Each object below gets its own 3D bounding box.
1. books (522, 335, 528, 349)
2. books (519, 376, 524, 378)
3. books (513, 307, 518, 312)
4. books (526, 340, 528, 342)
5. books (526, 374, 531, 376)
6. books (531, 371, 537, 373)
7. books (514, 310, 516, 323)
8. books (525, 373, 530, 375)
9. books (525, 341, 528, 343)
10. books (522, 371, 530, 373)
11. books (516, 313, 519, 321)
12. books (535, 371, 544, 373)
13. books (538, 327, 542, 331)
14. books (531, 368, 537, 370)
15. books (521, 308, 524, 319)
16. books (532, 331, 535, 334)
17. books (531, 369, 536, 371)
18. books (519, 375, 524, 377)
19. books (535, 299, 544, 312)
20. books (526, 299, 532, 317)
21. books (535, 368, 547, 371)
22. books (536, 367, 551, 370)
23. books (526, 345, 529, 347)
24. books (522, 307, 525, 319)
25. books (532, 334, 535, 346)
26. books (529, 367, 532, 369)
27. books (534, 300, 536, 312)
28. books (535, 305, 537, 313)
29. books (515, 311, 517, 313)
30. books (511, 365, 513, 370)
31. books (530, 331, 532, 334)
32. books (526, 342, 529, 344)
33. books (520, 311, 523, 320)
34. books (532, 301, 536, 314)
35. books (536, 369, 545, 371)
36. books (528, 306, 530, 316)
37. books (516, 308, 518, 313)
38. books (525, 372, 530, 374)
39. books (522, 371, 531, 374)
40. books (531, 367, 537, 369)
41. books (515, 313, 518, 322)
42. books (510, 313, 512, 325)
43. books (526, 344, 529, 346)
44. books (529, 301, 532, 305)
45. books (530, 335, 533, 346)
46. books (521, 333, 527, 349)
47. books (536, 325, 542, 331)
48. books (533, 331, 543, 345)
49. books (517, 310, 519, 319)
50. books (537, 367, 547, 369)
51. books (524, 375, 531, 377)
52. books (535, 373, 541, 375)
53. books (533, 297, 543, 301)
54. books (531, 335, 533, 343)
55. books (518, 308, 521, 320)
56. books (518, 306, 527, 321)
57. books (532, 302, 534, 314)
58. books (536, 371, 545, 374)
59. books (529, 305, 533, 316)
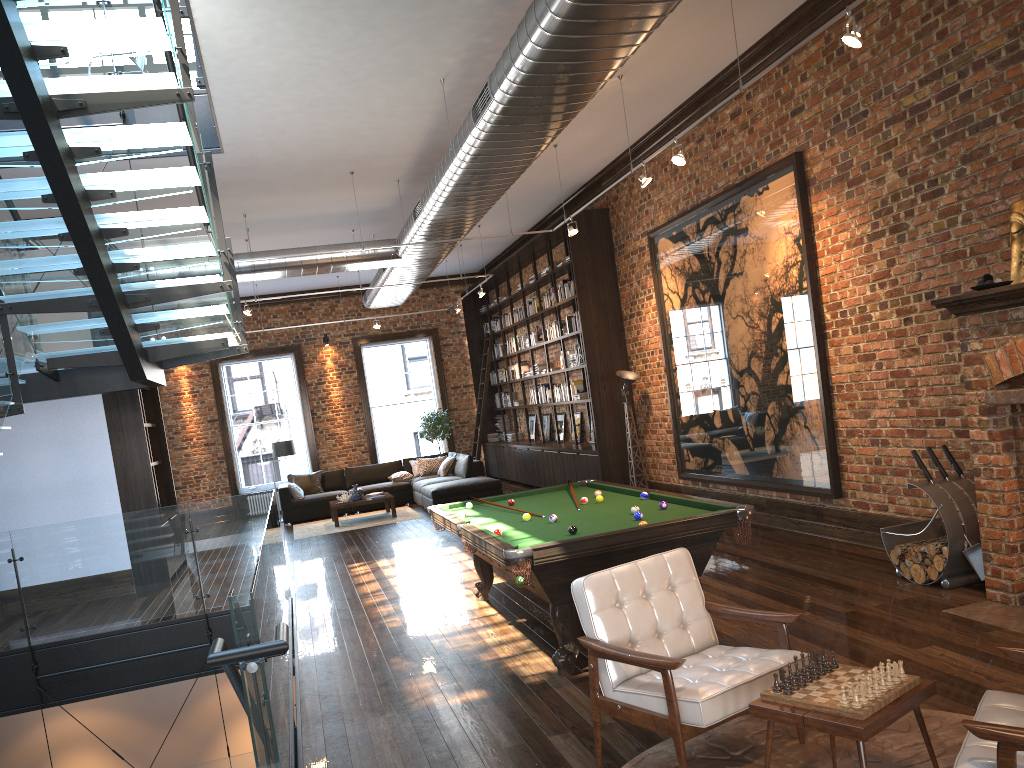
[{"bbox_3d":[0.296,-0.760,16.161,0.191,0.250,0.024,-9,4,-14],"label":"books"},{"bbox_3d":[0.275,-0.147,16.542,0.199,0.009,0.316,-8,-1,-17],"label":"books"},{"bbox_3d":[0.122,-1.275,16.594,0.165,0.317,0.016,-9,4,-14],"label":"books"},{"bbox_3d":[0.362,-0.793,15.983,0.159,0.024,0.332,-8,-1,-13],"label":"books"},{"bbox_3d":[0.392,-0.172,16.187,0.200,0.009,0.359,-8,-1,-13],"label":"books"},{"bbox_3d":[0.459,-0.220,15.789,0.205,0.007,0.368,-8,-1,-12],"label":"books"},{"bbox_3d":[0.141,-1.255,16.465,0.191,0.268,0.016,-9,4,-14],"label":"books"},{"bbox_3d":[0.385,-0.199,16.184,0.202,0.009,0.320,-8,-1,-16],"label":"books"},{"bbox_3d":[0.361,-0.768,15.984,0.160,0.025,0.298,-8,-1,-18],"label":"books"},{"bbox_3d":[0.272,-0.230,16.537,0.197,0.017,0.354,-8,-1,-14],"label":"books"},{"bbox_3d":[0.180,-1.221,16.351,0.176,0.186,0.035,-8,4,-14],"label":"books"},{"bbox_3d":[0.557,-0.219,15.450,0.280,0.008,0.168,-8,-1,-18],"label":"books"},{"bbox_3d":[0.532,-0.831,15.352,0.133,0.301,0.012,-9,4,-14],"label":"books"},{"bbox_3d":[0.443,-0.272,15.783,0.207,0.008,0.327,-8,-1,-9],"label":"books"},{"bbox_3d":[0.263,-1.269,16.024,0.167,0.249,0.072,-9,4,-14],"label":"books"},{"bbox_3d":[0.457,-0.802,15.577,0.184,0.271,0.026,-9,4,-14],"label":"books"},{"bbox_3d":[0.453,-0.258,15.786,0.205,0.007,0.367,-8,-1,-6],"label":"books"},{"bbox_3d":[0.275,-0.164,16.542,0.197,0.009,0.354,-8,-1,-16],"label":"books"},{"bbox_3d":[0.497,-1.320,15.065,0.190,0.256,0.061,-9,4,-14],"label":"books"},{"bbox_3d":[0.360,-1.329,15.590,0.185,0.330,0.069,-9,4,-14],"label":"books"},{"bbox_3d":[0.553,-0.259,15.441,0.291,0.008,0.158,-8,-1,-11],"label":"books"},{"bbox_3d":[0.552,-0.270,15.436,0.235,0.014,0.165,-8,-1,-14],"label":"books"},{"bbox_3d":[0.372,-0.703,15.990,0.160,0.012,0.297,-8,-1,-17],"label":"books"},{"bbox_3d":[0.274,-1.271,15.991,0.143,0.252,0.078,-9,4,-14],"label":"books"},{"bbox_3d":[0.458,-0.779,15.550,0.190,0.224,0.027,-8,4,-14],"label":"books"},{"bbox_3d":[0.439,-0.302,15.781,0.207,0.008,0.327,-8,-1,-9],"label":"books"},{"bbox_3d":[0.473,-1.318,15.178,0.165,0.261,0.007,-9,4,-14],"label":"books"},{"bbox_3d":[0.484,-1.307,15.111,0.170,0.235,0.017,-9,4,-14],"label":"books"},{"bbox_3d":[0.155,-1.238,16.448,0.160,0.230,0.024,-9,4,-14],"label":"books"},{"bbox_3d":[0.082,-0.224,17.322,0.181,0.292,0.014,-9,4,-14],"label":"books"},{"bbox_3d":[0.400,-0.799,15.735,0.189,0.285,0.013,-9,4,-14],"label":"books"},{"bbox_3d":[0.361,-0.744,15.985,0.159,0.024,0.334,-8,-1,-10],"label":"books"},{"bbox_3d":[0.246,-1.239,16.108,0.166,0.195,0.030,-8,4,-14],"label":"books"},{"bbox_3d":[0.458,-1.305,15.182,0.190,0.241,0.008,-9,4,-14],"label":"books"},{"bbox_3d":[0.557,-0.252,15.428,0.293,0.007,0.132,-8,-1,-11],"label":"books"},{"bbox_3d":[0.376,-1.273,15.582,0.172,0.212,0.057,-9,4,-14],"label":"books"},{"bbox_3d":[0.173,-1.270,16.373,0.159,0.287,0.014,-9,4,-14],"label":"books"},{"bbox_3d":[0.381,-0.217,16.181,0.197,0.009,0.354,-8,-1,-17],"label":"books"},{"bbox_3d":[0.269,-0.212,16.537,0.197,0.017,0.354,-8,-1,-12],"label":"books"},{"bbox_3d":[0.449,-0.288,15.783,0.207,0.008,0.328,-8,-1,-12],"label":"books"},{"bbox_3d":[0.153,-1.224,16.405,0.186,0.201,0.030,-8,4,-14],"label":"books"},{"bbox_3d":[0.049,-1.234,16.871,0.160,0.266,0.011,-9,4,-14],"label":"books"},{"bbox_3d":[0.370,-0.715,15.990,0.159,0.012,0.333,-8,-1,-17],"label":"books"},{"bbox_3d":[0.393,-1.308,15.450,0.179,0.272,0.011,-9,4,-14],"label":"books"},{"bbox_3d":[0.432,-0.770,15.684,0.189,0.217,0.031,-8,4,-14],"label":"books"},{"bbox_3d":[0.261,-0.780,16.327,0.174,0.304,0.067,-9,4,-14],"label":"books"},{"bbox_3d":[0.510,-0.846,15.359,0.155,0.336,0.014,-9,4,-14],"label":"books"},{"bbox_3d":[0.509,-0.795,15.297,0.271,0.242,0.083,-8,3,-14],"label":"books"},{"bbox_3d":[0.198,-1.245,16.256,0.171,0.226,0.030,-9,4,-14],"label":"books"},{"bbox_3d":[0.554,-0.285,15.420,0.198,0.015,0.134,-8,-1,-14],"label":"books"},{"bbox_3d":[0.382,-0.162,16.185,0.200,0.009,0.360,-8,-1,-19],"label":"books"},{"bbox_3d":[0.566,-0.187,15.435,0.290,0.008,0.132,-8,-1,-18],"label":"books"},{"bbox_3d":[0.465,-1.336,15.209,0.180,0.300,0.009,-9,4,-14],"label":"books"},{"bbox_3d":[0.446,-0.774,15.640,0.183,0.220,0.033,-9,4,-14],"label":"books"},{"bbox_3d":[0.223,-1.264,16.159,0.185,0.254,0.030,-9,4,-14],"label":"books"},{"bbox_3d":[0.208,-1.279,16.210,0.175,0.290,0.030,-9,4,-14],"label":"books"},{"bbox_3d":[0.441,-1.303,15.336,0.160,0.245,0.032,-9,4,-14],"label":"books"},{"bbox_3d":[0.562,-0.203,15.440,0.243,0.025,0.160,-8,-1,-15],"label":"books"},{"bbox_3d":[0.400,-1.275,15.419,0.192,0.203,0.027,-8,4,-14],"label":"books"}]
